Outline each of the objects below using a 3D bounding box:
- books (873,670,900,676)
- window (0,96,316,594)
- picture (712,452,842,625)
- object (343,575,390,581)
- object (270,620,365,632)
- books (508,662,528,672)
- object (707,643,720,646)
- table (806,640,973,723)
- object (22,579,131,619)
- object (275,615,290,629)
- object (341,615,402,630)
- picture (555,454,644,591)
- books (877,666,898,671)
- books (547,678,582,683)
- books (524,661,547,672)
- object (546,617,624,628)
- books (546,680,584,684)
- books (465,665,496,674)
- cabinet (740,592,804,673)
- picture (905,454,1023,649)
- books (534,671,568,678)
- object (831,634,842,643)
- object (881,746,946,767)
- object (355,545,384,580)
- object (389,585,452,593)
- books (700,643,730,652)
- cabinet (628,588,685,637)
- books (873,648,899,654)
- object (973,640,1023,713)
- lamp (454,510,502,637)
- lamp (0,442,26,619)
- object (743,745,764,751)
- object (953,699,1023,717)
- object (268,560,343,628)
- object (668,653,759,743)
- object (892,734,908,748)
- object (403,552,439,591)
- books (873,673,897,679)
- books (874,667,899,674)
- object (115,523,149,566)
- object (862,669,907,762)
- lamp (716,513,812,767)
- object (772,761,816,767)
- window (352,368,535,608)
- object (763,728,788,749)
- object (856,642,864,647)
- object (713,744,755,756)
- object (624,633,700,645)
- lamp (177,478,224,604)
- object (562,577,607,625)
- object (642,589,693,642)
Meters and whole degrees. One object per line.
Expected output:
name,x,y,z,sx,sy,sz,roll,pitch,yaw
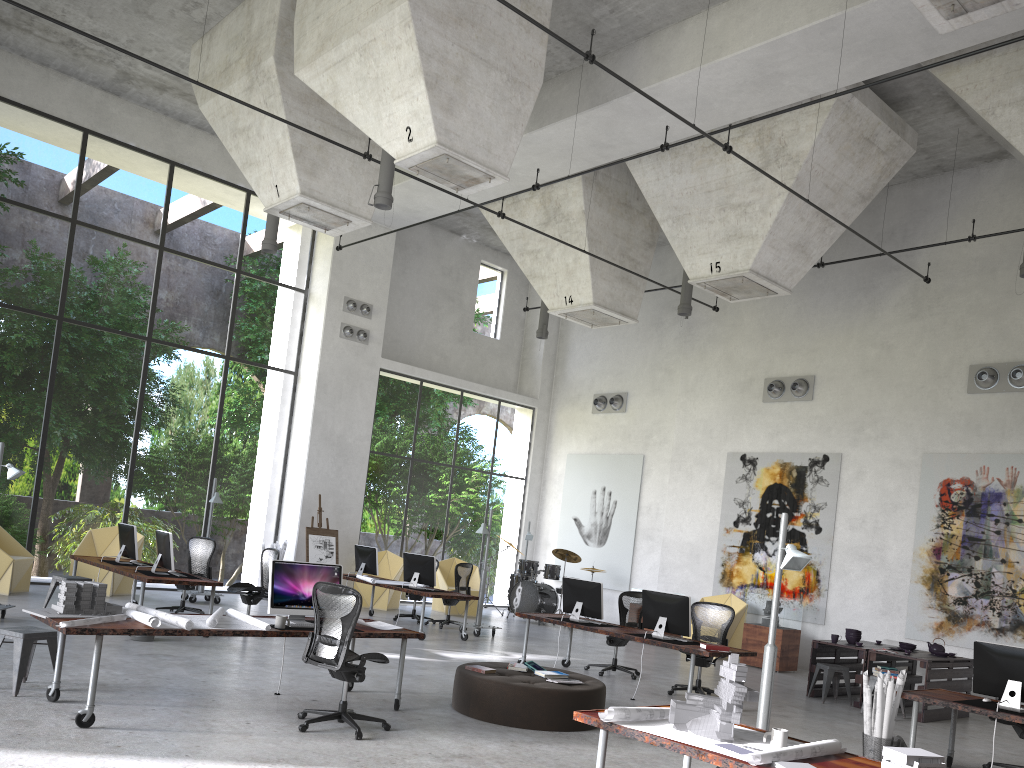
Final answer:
books,4.780,3.687,11.200,0.285,0.033,0.199,8,-10,-10
window,-6.627,-0.186,15.873,6.037,7.794,0.067,11,-5,-42
picture,4.818,2.764,16.203,0.021,2.998,2.350,9,-5,-41
object,-2.521,3.405,15.378,0.697,0.008,0.848,15,-13,-39
object,-1.844,2.161,7.858,0.860,0.008,0.687,15,-13,-39
books,0.062,2.874,8.922,0.197,0.034,0.289,6,-10,5
object,2.274,2.937,9.910,0.148,0.011,0.011,4,-7,17
table,5.208,4.050,12.106,1.526,0.789,1.600,14,-11,-41
object,-3.365,1.673,6.933,0.432,0.302,0.748,1,-10,38
object,-1.954,2.028,7.483,0.123,0.099,0.088,8,-6,-13
object,-1.333,2.244,8.290,0.476,0.085,0.435,14,-12,-38
picture,1.932,3.107,20.057,0.021,2.998,2.332,9,-5,-41
books,4.787,3.627,11.204,0.204,0.025,0.146,6,-10,4
books,0.506,2.846,8.431,0.301,0.039,0.222,8,-10,-7
books,0.237,2.874,8.902,0.204,0.102,0.147,1,-9,33
object,0.944,3.131,11.530,0.697,0.008,0.848,15,-13,-39
books,0.509,2.849,8.405,0.303,0.031,0.221,12,-11,-26
books,-0.303,2.771,8.530,0.254,0.032,0.177,-1,-13,39
cabinet,4.433,4.232,14.981,0.601,1.246,0.741,10,-5,-41
picture,7.282,2.569,13.467,0.021,2.998,2.213,9,-5,-41
books,0.393,2.873,8.689,0.287,0.033,0.198,12,-11,-28
object,4.459,3.509,12.096,0.129,0.108,0.102,1,-8,40
object,1.926,1.863,4.225,0.391,0.180,0.419,9,-9,-16
object,-2.492,3.125,15.387,0.382,0.548,0.714,11,-8,-40
object,-1.482,3.323,14.225,0.846,0.008,0.698,-2,-13,39
books,2.283,2.969,9.910,0.286,0.052,0.204,8,-10,-9
cabinet,2.781,4.516,17.008,0.752,1.006,0.733,11,-6,-41
books,4.947,3.528,11.649,0.303,0.030,0.227,4,-10,16
object,4.444,2.576,7.686,0.382,0.548,0.714,11,-8,-40
lamp,-0.477,3.220,15.033,0.603,2.138,0.577,9,-4,-42
lamp,-6.301,1.767,10.605,0.598,2.138,0.581,7,-3,-9
object,1.308,1.970,4.743,0.125,0.010,0.011,0,-9,34
object,4.415,2.856,7.676,0.697,0.008,0.848,15,-13,-39
object,-1.812,1.882,7.871,0.724,0.549,0.376,13,-7,-40
object,1.149,1.777,5.007,0.361,0.517,0.498,7,-6,-6
object,3.531,3.422,8.243,0.397,0.296,0.298,6,-6,2
object,-1.453,3.043,14.234,0.712,0.549,0.382,1,-7,40
books,4.776,3.721,11.199,0.284,0.034,0.200,6,-10,4
books,4.780,3.655,11.204,0.254,0.032,0.177,5,-10,9
object,-5.381,2.277,12.474,0.382,0.548,0.714,11,-8,-40
object,3.388,3.061,8.060,0.322,0.931,0.341,8,-3,-24
lamp,2.012,2.069,6.830,0.582,2.138,0.597,7,-3,-17
object,1.429,1.907,4.329,0.201,0.023,0.238,8,-10,-10
window,-1.400,2.536,19.757,4.621,4.857,0.020,12,-5,-42
object,1.468,1.966,4.874,0.123,0.099,0.088,8,-6,-13
object,4.728,3.539,11.938,0.116,0.056,0.140,1,-10,34
object,1.187,1.943,4.668,0.135,0.008,0.204,12,-11,-29
object,1.859,3.058,10.514,0.697,0.008,0.848,15,-13,-39
lamp,-5.235,2.682,15.105,0.586,2.138,0.594,9,-4,-42
object,0.974,2.851,11.540,0.382,0.548,0.714,11,-8,-40
object,1.889,2.778,10.524,0.382,0.548,0.714,11,-8,-40
